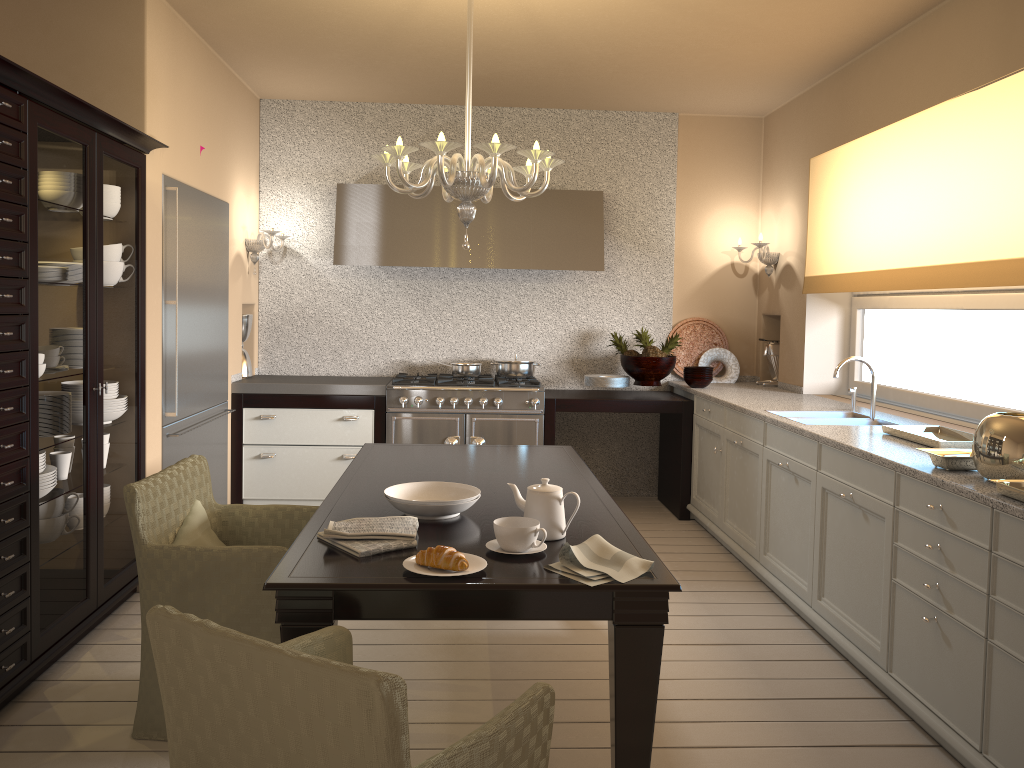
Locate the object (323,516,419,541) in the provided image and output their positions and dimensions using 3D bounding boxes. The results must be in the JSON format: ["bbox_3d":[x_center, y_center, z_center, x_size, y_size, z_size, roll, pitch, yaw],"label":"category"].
[{"bbox_3d":[-0.361,0.381,2.299,0.233,0.051,0.165,1,5,-3],"label":"object"}]

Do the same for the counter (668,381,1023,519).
[{"bbox_3d":[1.495,0.158,3.897,0.652,0.067,4.249,1,5,-3],"label":"counter"}]

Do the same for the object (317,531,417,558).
[{"bbox_3d":[-0.372,0.398,2.265,0.164,0.026,0.232,-3,6,-38],"label":"object"}]

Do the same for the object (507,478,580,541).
[{"bbox_3d":[0.081,0.329,2.366,0.198,0.155,0.118,1,4,3],"label":"object"}]

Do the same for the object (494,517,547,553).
[{"bbox_3d":[0.015,0.381,2.221,0.125,0.069,0.116,0,4,-10],"label":"object"}]

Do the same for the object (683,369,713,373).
[{"bbox_3d":[1.148,-0.059,5.463,0.180,0.064,0.181,2,5,4],"label":"object"}]

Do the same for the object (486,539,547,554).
[{"bbox_3d":[0.011,0.411,2.221,0.154,0.012,0.154,-3,7,-42],"label":"object"}]

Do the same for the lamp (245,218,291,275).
[{"bbox_3d":[-1.534,-0.844,5.493,0.269,0.340,0.480,1,4,-5],"label":"lamp"}]

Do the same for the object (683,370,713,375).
[{"bbox_3d":[1.145,-0.047,5.464,0.180,0.066,0.181,0,5,-11],"label":"object"}]

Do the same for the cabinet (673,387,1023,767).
[{"bbox_3d":[1.543,0.568,3.923,0.846,0.769,4.232,1,5,-3],"label":"cabinet"}]

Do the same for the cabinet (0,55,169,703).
[{"bbox_3d":[-1.861,0.001,2.581,0.888,1.836,2.495,1,4,-3],"label":"cabinet"}]

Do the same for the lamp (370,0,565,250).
[{"bbox_3d":[-0.153,-1.047,3.174,0.675,1.125,0.702,2,3,15],"label":"lamp"}]

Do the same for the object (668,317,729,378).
[{"bbox_3d":[1.246,-0.233,5.962,0.431,0.429,0.064,1,3,-3],"label":"object"}]

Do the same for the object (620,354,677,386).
[{"bbox_3d":[0.859,-0.087,5.601,0.351,0.187,0.352,0,5,-20],"label":"object"}]

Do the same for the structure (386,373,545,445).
[{"bbox_3d":[-0.292,0.362,5.496,0.929,0.803,0.707,1,4,-3],"label":"structure"}]

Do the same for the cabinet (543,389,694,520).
[{"bbox_3d":[0.618,0.427,5.601,0.896,0.723,0.601,1,4,-3],"label":"cabinet"}]

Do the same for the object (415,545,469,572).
[{"bbox_3d":[-0.158,0.398,2.037,0.138,0.051,0.062,3,4,16],"label":"object"}]

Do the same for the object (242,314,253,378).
[{"bbox_3d":[-1.710,-0.242,5.565,0.155,0.393,0.155,0,3,-14],"label":"object"}]

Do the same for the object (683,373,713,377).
[{"bbox_3d":[1.147,-0.032,5.464,0.180,0.063,0.181,-1,5,-26],"label":"object"}]

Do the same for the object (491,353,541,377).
[{"bbox_3d":[0.023,-0.122,5.662,0.266,0.145,0.266,6,6,45],"label":"object"}]

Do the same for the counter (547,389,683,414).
[{"bbox_3d":[0.625,0.106,5.586,0.765,0.079,0.602,1,5,-3],"label":"counter"}]

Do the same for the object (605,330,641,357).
[{"bbox_3d":[0.724,-0.203,5.671,0.279,0.284,0.138,5,5,43],"label":"object"}]

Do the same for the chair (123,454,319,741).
[{"bbox_3d":[-0.833,0.658,2.732,0.561,0.799,0.565,1,3,3],"label":"chair"}]

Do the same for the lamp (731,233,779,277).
[{"bbox_3d":[1.591,-0.817,5.664,0.264,0.266,0.480,1,4,-5],"label":"lamp"}]

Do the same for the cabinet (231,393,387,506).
[{"bbox_3d":[-1.211,0.399,5.485,0.896,0.723,0.638,1,4,-3],"label":"cabinet"}]

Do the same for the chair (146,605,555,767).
[{"bbox_3d":[-0.269,0.769,1.583,0.564,0.799,0.562,3,4,33],"label":"chair"}]

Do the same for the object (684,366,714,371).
[{"bbox_3d":[1.151,-0.073,5.463,0.180,0.065,0.181,2,5,4],"label":"object"}]

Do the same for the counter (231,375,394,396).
[{"bbox_3d":[-1.203,0.004,5.480,0.896,0.062,0.602,1,5,-3],"label":"counter"}]

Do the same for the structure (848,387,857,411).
[{"bbox_3d":[1.673,0.084,4.359,0.037,0.135,0.024,1,3,-3],"label":"structure"}]

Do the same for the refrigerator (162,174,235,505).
[{"bbox_3d":[-1.903,-0.116,4.492,0.741,1.731,1.105,1,3,-3],"label":"refrigerator"}]

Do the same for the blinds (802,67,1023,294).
[{"bbox_3d":[1.809,-0.760,3.380,0.022,0.781,3.558,1,5,-3],"label":"blinds"}]

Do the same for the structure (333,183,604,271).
[{"bbox_3d":[-0.264,-0.983,5.630,1.661,0.509,0.481,1,4,-3],"label":"structure"}]

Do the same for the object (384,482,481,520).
[{"bbox_3d":[-0.233,0.346,2.600,0.281,0.066,0.282,0,5,-9],"label":"object"}]

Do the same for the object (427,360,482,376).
[{"bbox_3d":[-0.358,-0.105,5.693,0.371,0.090,0.198,5,6,39],"label":"object"}]

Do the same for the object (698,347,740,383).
[{"bbox_3d":[1.378,-0.106,5.903,0.282,0.272,0.093,1,3,-2],"label":"object"}]
